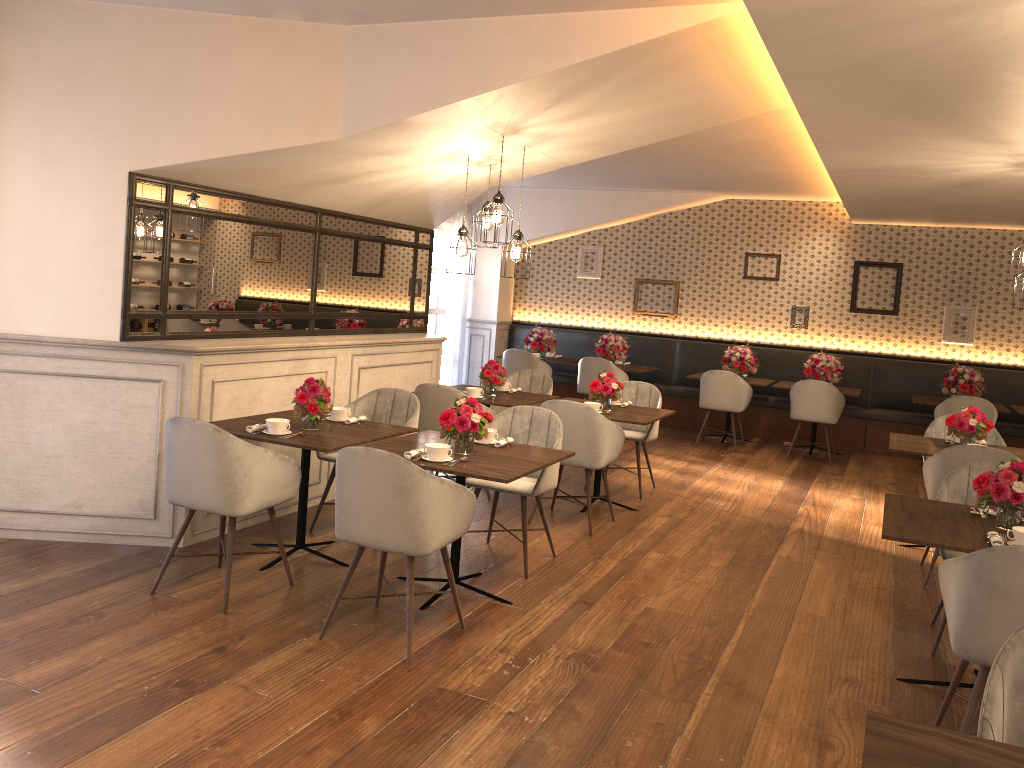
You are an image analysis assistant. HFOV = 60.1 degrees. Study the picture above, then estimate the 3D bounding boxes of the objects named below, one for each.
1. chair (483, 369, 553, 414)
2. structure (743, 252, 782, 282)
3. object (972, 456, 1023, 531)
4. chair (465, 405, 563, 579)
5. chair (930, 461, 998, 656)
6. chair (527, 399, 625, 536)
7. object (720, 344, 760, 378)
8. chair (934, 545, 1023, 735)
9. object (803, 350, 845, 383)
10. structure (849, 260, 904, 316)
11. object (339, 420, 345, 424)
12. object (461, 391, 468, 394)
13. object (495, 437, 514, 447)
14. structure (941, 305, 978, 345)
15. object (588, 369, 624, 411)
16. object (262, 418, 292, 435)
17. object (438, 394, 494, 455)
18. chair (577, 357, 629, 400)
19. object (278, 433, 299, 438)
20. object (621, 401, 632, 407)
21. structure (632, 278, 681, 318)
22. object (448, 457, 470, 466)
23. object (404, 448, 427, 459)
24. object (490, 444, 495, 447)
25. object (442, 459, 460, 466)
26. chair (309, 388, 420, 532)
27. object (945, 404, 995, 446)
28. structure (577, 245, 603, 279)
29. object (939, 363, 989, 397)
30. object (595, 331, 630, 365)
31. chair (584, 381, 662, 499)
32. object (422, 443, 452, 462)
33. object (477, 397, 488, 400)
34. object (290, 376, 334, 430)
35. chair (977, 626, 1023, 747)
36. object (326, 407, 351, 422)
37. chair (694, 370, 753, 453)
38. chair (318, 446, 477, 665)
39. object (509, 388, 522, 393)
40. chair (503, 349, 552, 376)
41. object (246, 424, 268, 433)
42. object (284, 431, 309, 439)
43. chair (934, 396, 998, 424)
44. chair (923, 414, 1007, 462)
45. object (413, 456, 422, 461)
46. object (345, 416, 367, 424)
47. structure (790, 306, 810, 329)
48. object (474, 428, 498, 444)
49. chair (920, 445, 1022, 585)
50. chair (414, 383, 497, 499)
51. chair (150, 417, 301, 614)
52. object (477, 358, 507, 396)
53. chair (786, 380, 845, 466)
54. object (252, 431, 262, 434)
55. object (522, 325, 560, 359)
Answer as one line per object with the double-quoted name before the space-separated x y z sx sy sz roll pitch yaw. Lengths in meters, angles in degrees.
"chair" 0.056 0.321 7.620 0.566 0.870 0.527 6 4 23
"structure" 3.129 -1.465 11.076 0.450 0.344 0.016 6 3 23
"object" 2.081 0.454 3.678 0.305 0.300 0.235 4 4 1
"chair" 0.000 0.584 5.109 0.566 0.870 0.527 6 4 23
"chair" 2.314 0.848 4.259 0.566 0.870 0.527 6 4 23
"chair" 0.428 0.520 6.008 0.566 0.870 0.527 6 4 23
"object" 2.649 -0.268 10.298 0.419 0.424 0.407 2 5 -23
"chair" 1.767 0.935 3.049 0.566 0.870 0.527 6 4 23
"object" 3.460 -0.159 9.835 0.421 0.424 0.406 6 5 26
"structure" 4.339 -1.141 10.548 0.545 0.630 0.035 6 3 23
"object" -0.940 0.212 5.131 0.025 0.024 0.193 6 6 23
"object" -0.393 0.072 6.770 0.056 0.039 0.176 6 6 23
"object" -0.041 0.313 4.749 0.056 0.039 0.176 6 6 23
"structure" 5.149 -0.678 10.192 0.341 0.439 0.034 6 3 23
"object" 0.704 0.043 6.578 0.235 0.300 0.305 8 6 42
"object" -1.218 0.224 4.598 0.148 0.072 0.149 3 5 -9
"object" -0.228 0.198 4.452 0.235 0.300 0.305 8 6 42
"chair" 1.016 0.110 10.279 0.566 0.870 0.527 6 4 23
"object" -1.139 0.265 4.593 0.022 0.004 0.211 7 7 23
"object" 0.890 0.157 6.875 0.056 0.039 0.176 6 6 23
"structure" 1.891 -1.128 11.613 0.602 0.484 0.032 6 3 23
"object" -0.254 0.367 4.199 0.043 0.015 0.197 7 7 27
"object" -0.461 0.333 4.268 0.056 0.039 0.176 6 6 23
"object" -0.077 0.317 4.754 0.025 0.024 0.193 6 6 23
"object" -0.277 0.370 4.216 0.022 0.004 0.211 7 7 23
"chair" -0.876 0.477 5.491 0.566 0.870 0.527 6 4 23
"object" 3.076 0.287 5.949 0.305 0.300 0.235 4 4 1
"structure" 1.055 -1.648 11.973 0.341 0.439 0.034 6 3 23
"object" 4.738 -0.005 9.291 0.419 0.424 0.407 2 5 -24
"object" 1.224 -0.430 10.823 0.420 0.424 0.406 5 4 12
"chair" 0.932 0.427 7.237 0.566 0.870 0.527 6 4 23
"object" -0.356 0.328 4.222 0.148 0.072 0.149 3 5 -9
"object" -0.208 0.109 6.719 0.022 0.004 0.211 7 7 23
"object" -1.090 0.095 4.815 0.234 0.300 0.306 4 4 -2
"chair" 1.279 1.021 1.898 0.566 0.870 0.527 6 4 23
"object" -1.007 0.179 5.170 0.148 0.072 0.149 3 5 -9
"chair" 2.309 0.267 9.714 0.566 0.870 0.527 6 4 23
"chair" -0.505 0.676 3.880 0.566 0.870 0.527 6 4 23
"object" 0.027 0.052 7.252 0.056 0.039 0.176 6 6 23
"chair" 0.140 0.004 10.661 0.566 0.870 0.527 6 4 23
"object" -1.324 0.228 4.644 0.056 0.039 0.176 6 6 23
"object" -1.117 0.263 4.575 0.043 0.015 0.197 7 7 27
"chair" 4.477 0.531 8.767 0.566 0.870 0.527 6 4 23
"chair" 3.308 0.681 6.528 0.566 0.870 0.527 6 4 23
"object" -0.426 0.343 4.263 0.025 0.024 0.193 6 6 23
"object" -0.904 0.208 5.126 0.056 0.039 0.176 6 6 23
"structure" 3.545 -0.816 10.901 0.216 0.277 0.018 6 3 23
"object" -0.144 0.284 4.793 0.148 0.072 0.149 3 5 -9
"chair" 2.761 0.769 5.318 0.566 0.870 0.527 6 4 23
"chair" -0.448 0.414 6.391 0.566 0.870 0.527 6 4 23
"chair" -1.380 0.570 4.263 0.566 0.870 0.527 6 4 23
"object" -0.158 -0.061 6.941 0.234 0.300 0.306 4 4 -2
"chair" 3.185 0.374 9.332 0.566 0.870 0.527 6 4 23
"object" -1.289 0.238 4.640 0.025 0.024 0.193 6 6 23
"object" 0.360 -0.536 11.205 0.419 0.424 0.407 2 5 -24
